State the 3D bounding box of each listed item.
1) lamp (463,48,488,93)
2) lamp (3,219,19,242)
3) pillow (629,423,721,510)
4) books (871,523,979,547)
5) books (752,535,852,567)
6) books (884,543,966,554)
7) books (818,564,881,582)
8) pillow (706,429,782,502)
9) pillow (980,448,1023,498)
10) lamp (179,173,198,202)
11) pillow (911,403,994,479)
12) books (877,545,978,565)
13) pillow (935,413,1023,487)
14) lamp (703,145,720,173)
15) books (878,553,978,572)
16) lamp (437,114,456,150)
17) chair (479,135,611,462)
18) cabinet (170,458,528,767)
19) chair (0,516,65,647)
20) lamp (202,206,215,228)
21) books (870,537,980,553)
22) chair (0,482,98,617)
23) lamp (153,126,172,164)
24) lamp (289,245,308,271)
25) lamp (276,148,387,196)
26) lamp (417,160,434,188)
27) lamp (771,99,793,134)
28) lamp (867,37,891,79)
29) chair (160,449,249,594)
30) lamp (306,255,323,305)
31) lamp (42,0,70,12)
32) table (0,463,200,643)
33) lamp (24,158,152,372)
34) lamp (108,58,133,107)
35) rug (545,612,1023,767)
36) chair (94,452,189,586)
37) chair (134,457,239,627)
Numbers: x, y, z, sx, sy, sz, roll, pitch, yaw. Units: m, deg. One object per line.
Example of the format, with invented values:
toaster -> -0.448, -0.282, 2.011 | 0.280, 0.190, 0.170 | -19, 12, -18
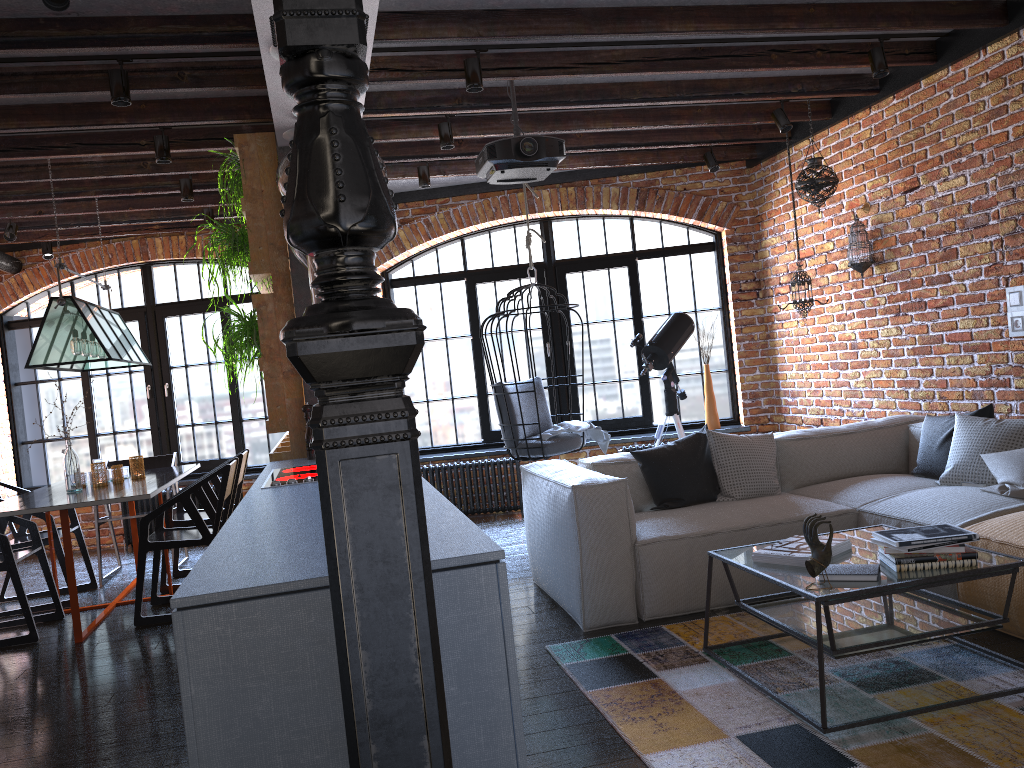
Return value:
lamp -> -0.169, -1.501, 4.247 | 0.119, 0.184, 0.082 | -6, 1, -16
lamp -> -3.727, -1.159, 6.604 | 0.093, 0.206, 0.160 | -6, 1, -15
pillow -> 0.890, 0.432, 4.603 | 0.538, 0.417, 0.238 | -6, 1, -22
books -> 1.354, 0.497, 2.920 | 0.268, 0.014, 0.196 | -6, 1, -1
books -> 1.043, 0.598, 3.190 | 0.308, 0.038, 0.225 | -7, 1, -42
books -> 1.363, 0.529, 2.941 | 0.239, 0.023, 0.190 | -6, 1, 23
books -> 1.081, 0.602, 2.843 | 0.182, 0.029, 0.129 | -5, 1, 25
pillow -> 1.225, 0.409, 4.649 | 0.543, 0.402, 0.250 | -7, 1, -30
pillow -> 2.266, 0.355, 3.803 | 0.485, 0.314, 0.358 | -5, 1, 31
lamp -> -2.165, -1.322, 5.951 | 0.124, 0.184, 0.082 | -7, 1, -28
pillow -> 2.232, 0.301, 4.519 | 0.263, 0.400, 0.510 | -6, 1, -18
books -> 1.361, 0.551, 2.918 | 0.251, 0.023, 0.209 | -6, 1, 7
pillow -> 2.252, 0.321, 4.177 | 0.293, 0.354, 0.495 | -7, 1, -26
lamp -> 1.513, -1.710, 6.737 | 0.093, 0.208, 0.134 | -7, 2, -36
books -> 1.362, 0.574, 2.919 | 0.247, 0.024, 0.209 | -6, 1, 7
lamp -> -0.384, -1.494, 5.253 | 0.116, 0.188, 0.083 | -5, 2, 41
chair -> 0.114, -0.555, 5.969 | 0.682, 2.221, 0.802 | -5, 2, 33
cabinet -> -0.574, 0.774, 3.083 | 0.607, 0.844, 2.960 | -6, 1, -12
chair -> -2.903, 0.995, 4.877 | 0.610, 0.818, 0.495 | -6, 1, -12
lamp -> -2.364, -1.319, 6.925 | 0.082, 0.184, 0.112 | -7, 2, -44
books -> 1.356, 0.512, 2.920 | 0.268, 0.014, 0.196 | -6, 1, -13
chair -> -3.068, 0.998, 5.653 | 0.610, 0.818, 0.495 | -6, 1, -12
lamp -> -1.937, -1.328, 4.923 | 0.113, 0.184, 0.082 | -5, 2, 45
lamp -> -0.859, -0.844, 4.087 | 0.367, 0.747, 0.367 | -5, 2, 41
lamp -> -0.619, -0.890, 2.943 | 0.364, 0.665, 0.364 | -7, 1, -29
lamp -> -0.608, -1.491, 6.292 | 0.121, 0.184, 0.082 | -6, 1, -19
lamp -> 1.731, -1.714, 5.699 | 0.090, 0.208, 0.134 | -7, 2, -45
lamp -> 1.944, -1.725, 4.696 | 0.085, 0.194, 0.113 | -7, 2, -41
chair -> -2.013, 0.884, 5.878 | 0.610, 0.818, 0.495 | -6, 1, -12
lamp -> -0.739, -0.742, 3.517 | 0.195, 0.955, 0.197 | -6, 1, 18
lamp -> -1.494, -1.325, 2.909 | 0.093, 0.210, 0.145 | -6, 1, -20
table -> -2.453, 0.981, 5.382 | 0.905, 0.737, 1.887 | -6, 1, -12
lamp -> -2.670, -0.737, 5.522 | 0.465, 1.267, 1.258 | -6, 1, -12
lamp -> -1.723, -1.332, 3.908 | 0.116, 0.184, 0.082 | -5, 2, 39
rug -> 1.073, 1.023, 2.725 | 1.431, 0.013, 2.364 | -6, 1, -12
chair -> -2.660, 0.943, 6.349 | 0.495, 0.818, 0.610 | -6, 1, -12
chair -> -1.847, 0.880, 5.102 | 0.610, 0.818, 0.495 | -6, 1, -12
